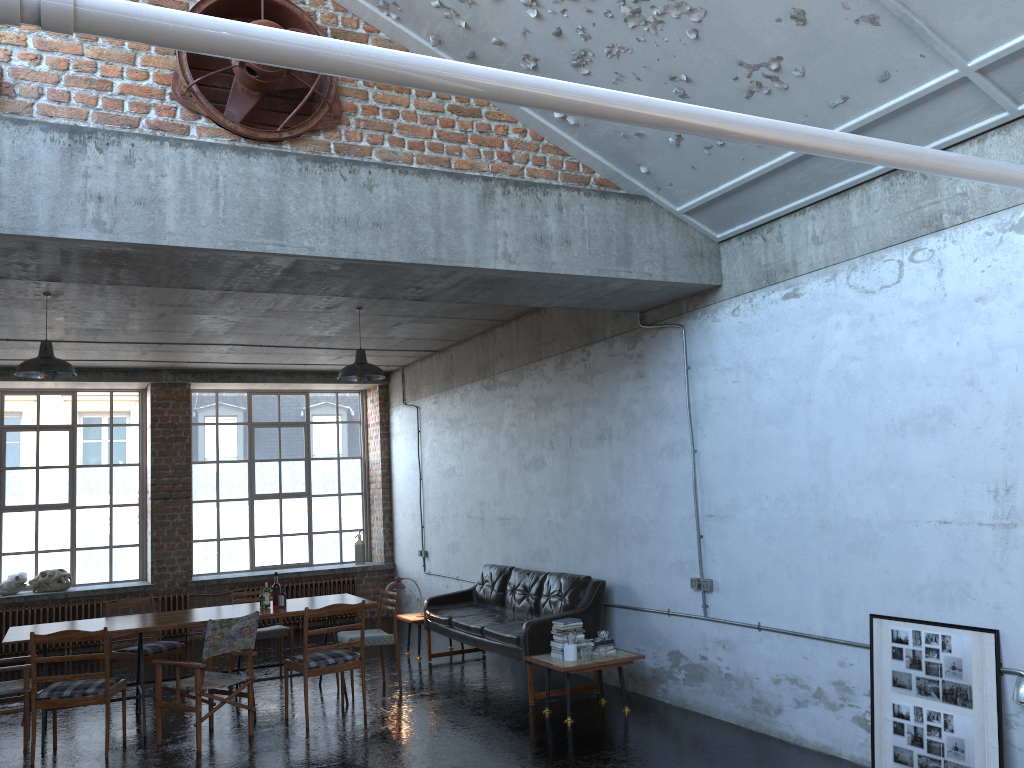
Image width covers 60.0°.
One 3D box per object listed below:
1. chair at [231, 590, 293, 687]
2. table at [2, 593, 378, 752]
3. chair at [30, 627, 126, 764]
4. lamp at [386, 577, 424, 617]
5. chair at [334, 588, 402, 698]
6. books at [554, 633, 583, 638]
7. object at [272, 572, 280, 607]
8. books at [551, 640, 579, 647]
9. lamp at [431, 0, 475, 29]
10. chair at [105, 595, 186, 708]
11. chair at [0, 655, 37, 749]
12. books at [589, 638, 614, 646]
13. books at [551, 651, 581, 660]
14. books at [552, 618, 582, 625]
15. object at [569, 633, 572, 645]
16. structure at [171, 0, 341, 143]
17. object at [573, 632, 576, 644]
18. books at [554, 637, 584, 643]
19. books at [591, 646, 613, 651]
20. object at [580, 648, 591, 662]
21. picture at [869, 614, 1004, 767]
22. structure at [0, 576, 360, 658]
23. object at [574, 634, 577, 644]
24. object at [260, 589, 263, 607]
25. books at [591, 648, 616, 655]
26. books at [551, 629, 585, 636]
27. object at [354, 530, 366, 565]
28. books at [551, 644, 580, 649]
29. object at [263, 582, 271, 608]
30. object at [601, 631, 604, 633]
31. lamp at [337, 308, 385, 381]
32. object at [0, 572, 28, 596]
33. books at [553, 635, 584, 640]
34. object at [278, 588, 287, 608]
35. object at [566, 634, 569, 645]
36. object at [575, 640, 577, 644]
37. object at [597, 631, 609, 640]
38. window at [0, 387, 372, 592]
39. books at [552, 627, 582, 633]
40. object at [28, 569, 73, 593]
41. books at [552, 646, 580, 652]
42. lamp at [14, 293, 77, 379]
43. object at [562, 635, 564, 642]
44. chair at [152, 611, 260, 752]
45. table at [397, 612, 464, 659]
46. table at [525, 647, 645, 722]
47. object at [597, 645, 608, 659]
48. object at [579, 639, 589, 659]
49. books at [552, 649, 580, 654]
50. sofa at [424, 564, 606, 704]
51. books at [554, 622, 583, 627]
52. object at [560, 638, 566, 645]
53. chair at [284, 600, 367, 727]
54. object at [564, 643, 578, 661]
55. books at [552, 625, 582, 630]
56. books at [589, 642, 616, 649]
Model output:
[{"bbox_3d":[-2.721,2.728,9.586,0.589,0.971,0.577,0,-8,-27],"label":"chair"},{"bbox_3d":[-2.886,2.594,8.180,3.112,0.917,1.067,0,-8,-26],"label":"table"},{"bbox_3d":[-3.452,2.450,7.083,0.573,1.028,0.509,-2,-7,-7],"label":"chair"},{"bbox_3d":[-1.261,2.527,10.521,0.496,0.492,0.220,2,-8,-34],"label":"lamp"},{"bbox_3d":[-1.430,2.578,8.879,0.577,0.971,0.589,0,-8,-27],"label":"chair"},{"bbox_3d":[0.488,2.157,7.651,0.205,0.022,0.155,1,-8,-31],"label":"books"},{"bbox_3d":[-2.278,1.983,8.571,0.075,0.324,0.075,-3,-7,-1],"label":"object"},{"bbox_3d":[0.485,2.224,7.645,0.245,0.028,0.193,1,-8,-31],"label":"books"},{"bbox_3d":[0.256,-1.893,3.136,0.945,2.025,5.320,-2,-7,-8],"label":"lamp"},{"bbox_3d":[-3.684,2.683,8.930,0.509,1.028,0.573,-7,-8,28],"label":"chair"},{"bbox_3d":[-4.380,2.523,7.402,0.713,1.031,0.574,0,-8,-26],"label":"chair"},{"bbox_3d":[0.744,2.239,7.705,0.225,0.029,0.179,2,-8,-34],"label":"books"},{"bbox_3d":[0.487,2.317,7.615,0.248,0.043,0.192,0,-8,-26],"label":"books"},{"bbox_3d":[0.473,2.052,7.670,0.201,0.024,0.159,2,-8,-36],"label":"books"},{"bbox_3d":[0.499,2.208,7.486,0.023,0.204,0.037,-4,-7,13],"label":"object"},{"bbox_3d":[-1.653,-2.079,5.746,1.058,1.096,0.808,0,-8,-26],"label":"structure"},{"bbox_3d":[0.519,2.187,7.479,0.052,0.185,0.009,0,-7,-25],"label":"object"},{"bbox_3d":[0.492,2.198,7.648,0.221,0.023,0.147,1,-8,-27],"label":"books"},{"bbox_3d":[0.741,2.289,7.702,0.227,0.024,0.166,-9,-9,42],"label":"books"},{"bbox_3d":[0.615,2.251,7.364,0.092,0.099,0.092,-9,-9,41],"label":"object"},{"bbox_3d":[2.482,1.917,5.247,0.135,0.994,0.889,0,-8,-26],"label":"picture"},{"bbox_3d":[-4.753,3.301,12.529,5.349,0.713,0.232,0,-8,-26],"label":"structure"},{"bbox_3d":[0.524,2.194,7.466,0.062,0.169,0.009,1,-8,-27],"label":"object"},{"bbox_3d":[-2.402,2.069,8.582,0.077,0.173,0.077,3,-9,-41],"label":"object"},{"bbox_3d":[0.752,2.317,7.697,0.179,0.034,0.243,3,-9,-43],"label":"books"},{"bbox_3d":[0.482,2.136,7.652,0.244,0.019,0.174,0,-8,-26],"label":"books"},{"bbox_3d":[-2.455,2.629,14.302,0.172,0.551,0.172,-5,-7,17],"label":"object"},{"bbox_3d":[0.488,2.245,7.642,0.255,0.014,0.192,0,-7,-23],"label":"books"},{"bbox_3d":[-2.348,2.019,8.486,0.070,0.235,0.041,1,-8,-27],"label":"object"},{"bbox_3d":[0.791,2.182,7.713,0.081,0.060,0.065,4,-10,-44],"label":"object"},{"bbox_3d":[-1.612,-0.500,9.414,0.502,0.891,0.502,0,-7,-22],"label":"lamp"},{"bbox_3d":[-6.805,2.723,12.071,0.281,0.281,0.575,-3,-7,0],"label":"object"},{"bbox_3d":[0.488,2.179,7.655,0.224,0.021,0.158,0,-8,-26],"label":"books"},{"bbox_3d":[-2.191,2.039,8.463,0.097,0.180,0.051,-8,-8,35],"label":"object"},{"bbox_3d":[0.477,2.200,7.484,0.009,0.167,0.061,-1,-7,-14],"label":"object"},{"bbox_3d":[0.517,2.225,7.441,0.068,0.159,0.009,-1,-7,-13],"label":"object"},{"bbox_3d":[0.792,2.188,7.711,0.103,0.068,0.103,-8,-8,36],"label":"object"},{"bbox_3d":[-1.513,3.206,15.473,19.864,12.900,0.747,0,-8,-26],"label":"window"},{"bbox_3d":[0.474,2.115,7.651,0.231,0.023,0.162,-2,-7,-11],"label":"books"},{"bbox_3d":[-6.376,2.707,12.216,0.625,0.305,0.418,-8,-9,37],"label":"object"},{"bbox_3d":[0.487,2.261,7.622,0.249,0.023,0.175,0,-8,-26],"label":"books"},{"bbox_3d":[-4.251,-0.522,8.100,0.502,0.891,0.502,0,-7,-22],"label":"lamp"},{"bbox_3d":[0.446,2.207,7.452,0.046,0.202,0.023,-4,-7,9],"label":"object"},{"bbox_3d":[-2.494,2.412,7.286,0.713,1.031,0.574,-7,-8,33],"label":"chair"},{"bbox_3d":[-0.922,2.998,10.641,0.811,0.458,0.649,0,-8,-26],"label":"table"},{"bbox_3d":[0.626,2.548,7.540,0.811,0.458,0.649,0,-8,-26],"label":"table"},{"bbox_3d":[0.761,2.252,7.436,0.092,0.099,0.092,-9,-9,41],"label":"object"},{"bbox_3d":[0.611,2.237,7.481,0.087,0.155,0.087,-8,-8,36],"label":"object"},{"bbox_3d":[0.488,2.284,7.619,0.249,0.023,0.175,1,-8,-31],"label":"books"},{"bbox_3d":[-0.057,2.475,9.203,0.929,1.045,2.610,0,-8,-27],"label":"sofa"},{"bbox_3d":[0.484,2.072,7.662,0.205,0.020,0.155,0,-8,-26],"label":"books"},{"bbox_3d":[0.465,2.214,7.444,0.137,0.190,0.009,0,-7,-23],"label":"object"},{"bbox_3d":[-1.654,2.450,7.850,0.573,1.028,0.509,2,-9,-37],"label":"chair"},{"bbox_3d":[0.491,2.248,7.437,0.110,0.137,0.110,0,-8,-26],"label":"object"},{"bbox_3d":[0.481,2.095,7.669,0.209,0.023,0.167,1,-8,-32],"label":"books"},{"bbox_3d":[0.751,2.266,7.711,0.243,0.024,0.175,1,-8,-30],"label":"books"}]
